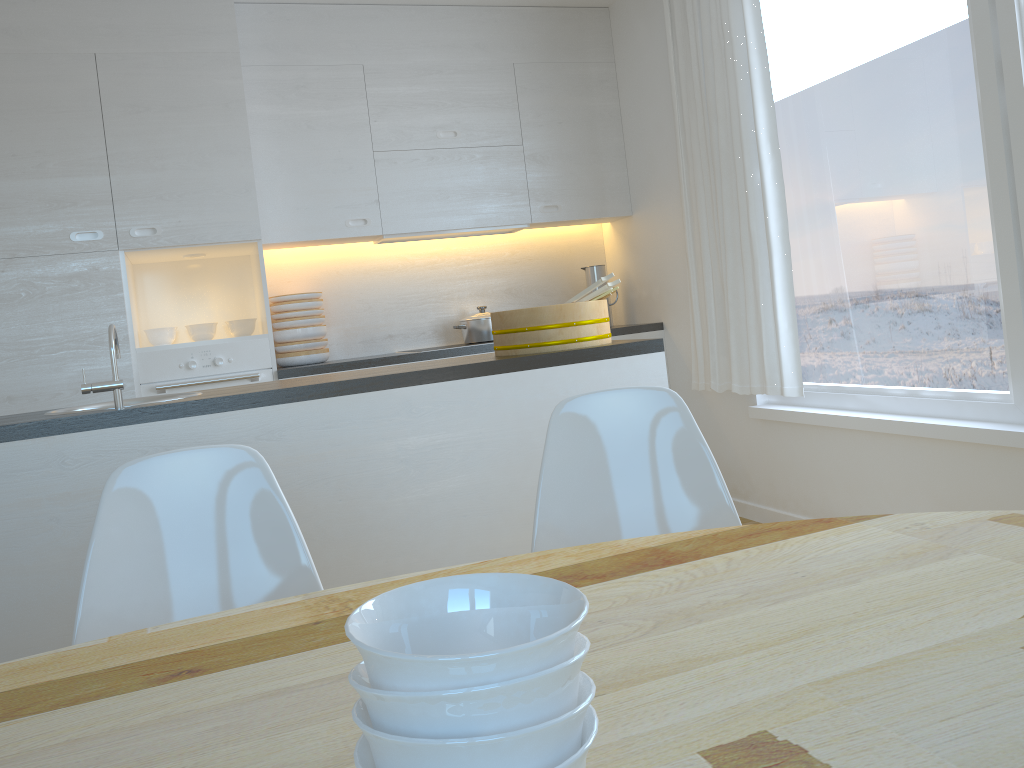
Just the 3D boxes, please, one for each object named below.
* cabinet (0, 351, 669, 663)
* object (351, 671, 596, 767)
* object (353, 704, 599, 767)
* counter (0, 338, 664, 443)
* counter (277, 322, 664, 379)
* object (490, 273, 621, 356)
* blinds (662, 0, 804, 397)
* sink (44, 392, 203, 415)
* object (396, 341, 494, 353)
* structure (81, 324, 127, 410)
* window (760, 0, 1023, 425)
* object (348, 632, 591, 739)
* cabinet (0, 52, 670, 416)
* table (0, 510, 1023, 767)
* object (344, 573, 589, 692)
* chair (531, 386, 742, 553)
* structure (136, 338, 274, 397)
[{"bbox_3d":[-0.711,0.505,2.541,2.406,0.909,0.600,-8,2,-20],"label":"cabinet"},{"bbox_3d":[-0.019,0.233,0.555,0.151,0.093,0.152,-5,3,19],"label":"object"},{"bbox_3d":[-0.017,0.256,0.552,0.151,0.082,0.152,-5,4,20],"label":"object"},{"bbox_3d":[-0.766,0.033,2.536,2.406,0.040,0.600,-8,4,-20],"label":"counter"},{"bbox_3d":[-0.232,-0.184,4.645,2.005,0.040,0.600,-8,4,-20],"label":"counter"},{"bbox_3d":[0.145,-0.220,2.830,0.429,0.214,0.380,-6,3,8],"label":"object"},{"bbox_3d":[0.895,-1.024,3.938,0.150,2.158,0.794,-7,1,-20],"label":"blinds"},{"bbox_3d":[-1.065,0.127,2.461,0.403,0.157,0.406,-5,4,22],"label":"sink"},{"bbox_3d":[-0.231,-0.202,4.649,0.655,0.013,0.562,-8,4,-20],"label":"object"},{"bbox_3d":[-1.040,-0.042,2.254,0.097,0.215,0.162,-7,2,-19],"label":"structure"},{"bbox_3d":[1.556,-0.828,2.738,0.088,1.915,2.726,-7,3,-20],"label":"window"},{"bbox_3d":[-0.022,0.209,0.558,0.152,0.095,0.151,-7,3,-3],"label":"object"},{"bbox_3d":[-0.808,-0.420,4.380,3.209,2.299,0.480,-8,1,-20],"label":"cabinet"},{"bbox_3d":[-0.088,0.667,0.612,2.196,0.724,1.193,-8,4,-21],"label":"table"},{"bbox_3d":[-0.023,0.181,0.555,0.151,0.087,0.152,-6,3,8],"label":"object"},{"bbox_3d":[0.255,0.473,1.511,0.430,0.900,0.524,-7,2,0],"label":"chair"},{"bbox_3d":[-1.334,0.124,3.935,0.562,0.595,0.049,-7,1,-20],"label":"structure"}]
